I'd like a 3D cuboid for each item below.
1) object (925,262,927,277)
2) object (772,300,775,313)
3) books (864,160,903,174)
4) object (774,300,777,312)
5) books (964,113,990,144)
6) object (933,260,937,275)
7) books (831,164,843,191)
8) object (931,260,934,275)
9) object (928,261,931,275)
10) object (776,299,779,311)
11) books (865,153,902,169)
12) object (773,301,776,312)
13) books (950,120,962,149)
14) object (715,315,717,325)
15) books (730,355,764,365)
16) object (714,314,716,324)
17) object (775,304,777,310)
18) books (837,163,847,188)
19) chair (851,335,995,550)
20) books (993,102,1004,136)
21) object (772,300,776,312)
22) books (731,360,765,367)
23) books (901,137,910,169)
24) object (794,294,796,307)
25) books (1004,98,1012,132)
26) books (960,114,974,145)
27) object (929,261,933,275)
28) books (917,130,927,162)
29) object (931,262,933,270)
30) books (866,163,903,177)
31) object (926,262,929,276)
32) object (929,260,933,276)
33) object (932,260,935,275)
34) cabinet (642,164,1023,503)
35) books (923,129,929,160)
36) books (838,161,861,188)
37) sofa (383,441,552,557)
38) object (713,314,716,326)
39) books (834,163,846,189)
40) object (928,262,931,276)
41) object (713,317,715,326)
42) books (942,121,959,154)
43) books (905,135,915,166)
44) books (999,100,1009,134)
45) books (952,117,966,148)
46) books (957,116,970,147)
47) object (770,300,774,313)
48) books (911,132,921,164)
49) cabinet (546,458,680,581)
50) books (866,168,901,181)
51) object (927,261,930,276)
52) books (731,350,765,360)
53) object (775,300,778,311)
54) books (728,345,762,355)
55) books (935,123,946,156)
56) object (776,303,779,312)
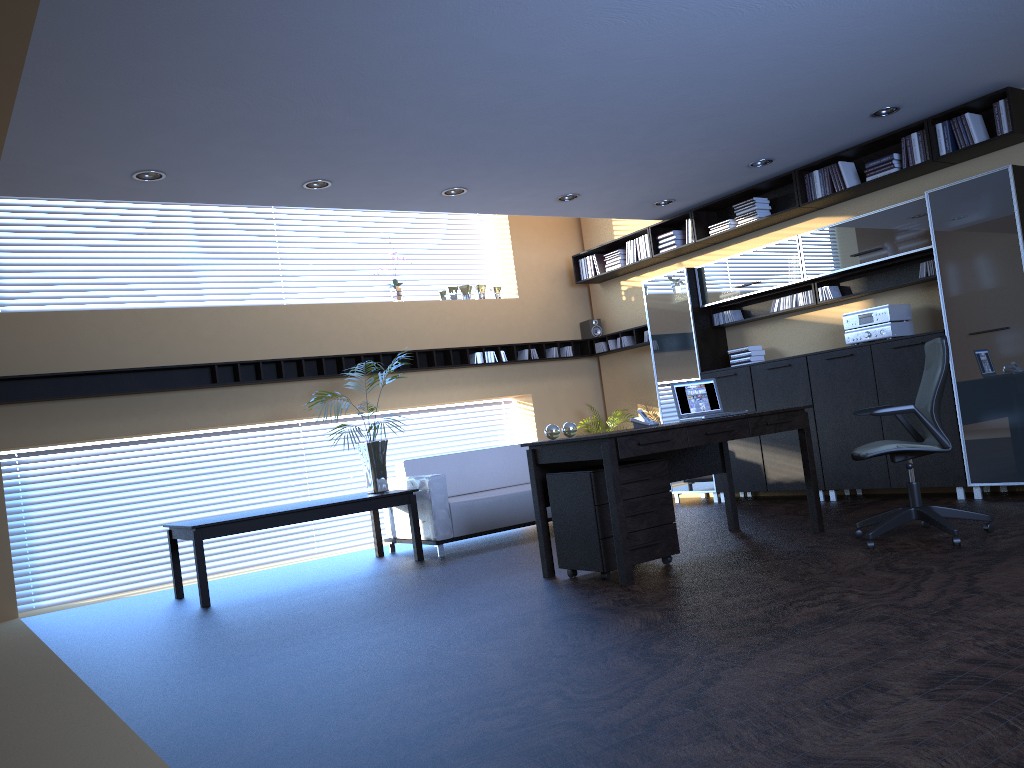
[{"bbox_3d":[3.410,-0.934,7.228,0.142,0.120,0.030,-6,-2,-35],"label":"object"},{"bbox_3d":[2.554,-0.747,8.504,0.142,0.112,0.059,-6,-3,-34],"label":"object"},{"bbox_3d":[3.114,-1.803,7.389,0.207,0.031,0.259,-5,-4,-35],"label":"books"},{"bbox_3d":[2.564,-0.750,8.474,0.140,0.110,0.055,-6,-3,-34],"label":"object"},{"bbox_3d":[3.540,-1.927,6.734,0.207,0.259,0.075,-6,-2,-35],"label":"books"},{"bbox_3d":[3.449,-0.943,7.157,0.142,0.120,0.009,-6,-2,-35],"label":"object"},{"bbox_3d":[2.887,-1.786,7.719,0.207,0.259,0.075,-6,-2,-34],"label":"books"},{"bbox_3d":[3.437,-0.942,7.160,0.140,0.118,0.006,-6,-2,-35],"label":"object"},{"bbox_3d":[3.430,-0.939,7.192,0.142,0.120,0.009,-6,-2,-35],"label":"object"},{"bbox_3d":[2.577,-0.753,8.458,0.140,0.110,0.055,-6,-3,-34],"label":"object"},{"bbox_3d":[3.114,-1.846,7.368,0.207,0.050,0.259,-5,-4,-35],"label":"books"},{"bbox_3d":[2.561,-0.749,8.484,0.142,0.112,0.059,-6,-3,-34],"label":"object"},{"bbox_3d":[3.487,-1.914,6.851,0.207,0.259,0.075,-6,-2,-34],"label":"books"},{"bbox_3d":[2.142,-0.663,9.101,0.140,0.118,0.006,-6,-2,-34],"label":"object"},{"bbox_3d":[2.329,-0.236,8.782,0.207,0.050,0.259,-6,-4,-34],"label":"books"},{"bbox_3d":[2.136,-0.662,9.109,0.140,0.118,0.006,-6,-2,-35],"label":"object"},{"bbox_3d":[2.574,-0.752,8.469,0.142,0.112,0.059,-6,-3,-35],"label":"object"},{"bbox_3d":[2.927,-1.794,7.682,0.207,0.257,0.072,-6,-2,-34],"label":"books"},{"bbox_3d":[2.468,0.341,5.460,0.769,1.214,0.832,-8,-2,12],"label":"chair"},{"bbox_3d":[3.660,-1.951,6.585,0.207,0.258,0.050,-6,-2,-35],"label":"books"},{"bbox_3d":[2.556,-0.748,8.493,0.142,0.112,0.059,-6,-3,-34],"label":"object"},{"bbox_3d":[2.337,-0.186,8.768,0.207,0.050,0.259,-6,-4,-34],"label":"books"},{"bbox_3d":[3.237,-1.861,7.198,0.207,0.260,0.055,-6,-2,-34],"label":"books"},{"bbox_3d":[2.689,-0.780,8.290,0.140,0.116,0.036,-6,-2,-35],"label":"object"},{"bbox_3d":[3.702,-1.961,6.504,0.207,0.258,0.050,-6,-2,-35],"label":"books"},{"bbox_3d":[3.524,-1.924,6.761,0.207,0.259,0.075,-6,-2,-35],"label":"books"},{"bbox_3d":[3.428,-0.939,7.178,0.142,0.120,0.009,-6,-2,-35],"label":"object"},{"bbox_3d":[3.321,-1.880,7.065,0.207,0.258,0.050,-6,-2,-35],"label":"books"},{"bbox_3d":[3.445,-0.942,7.178,0.142,0.120,0.009,-6,-2,-34],"label":"object"},{"bbox_3d":[3.125,-1.774,7.378,0.207,0.031,0.259,-5,-4,-34],"label":"books"},{"bbox_3d":[3.421,-0.937,7.210,0.142,0.120,0.009,-6,-2,-35],"label":"object"},{"bbox_3d":[3.431,-0.940,7.180,0.142,0.124,0.009,-6,-2,-34],"label":"object"},{"bbox_3d":[3.446,-0.942,7.167,0.142,0.120,0.009,-6,-2,-35],"label":"object"},{"bbox_3d":[2.810,-0.163,8.005,0.490,2.397,3.885,-6,-3,-35],"label":"cabinet"},{"bbox_3d":[3.349,-1.886,7.021,0.207,0.258,0.050,-6,-2,-34],"label":"books"},{"bbox_3d":[2.919,-1.795,7.648,0.207,0.257,0.072,-6,-2,-35],"label":"books"},{"bbox_3d":[-0.122,1.039,8.556,2.054,0.848,1.016,-6,-3,-34],"label":"sofa"},{"bbox_3d":[2.129,-0.660,9.117,0.142,0.120,0.009,-6,-2,-34],"label":"object"},{"bbox_3d":[2.902,-1.788,7.690,0.207,0.257,0.072,-6,-2,-34],"label":"books"},{"bbox_3d":[3.428,-0.938,7.203,0.142,0.120,0.009,-6,-2,-34],"label":"object"},{"bbox_3d":[2.125,-0.659,9.127,0.142,0.120,0.009,-6,-2,-34],"label":"object"},{"bbox_3d":[3.434,-1.904,6.892,0.207,0.258,0.050,-6,-2,-35],"label":"books"},{"bbox_3d":[3.269,-1.868,7.155,0.207,0.258,0.050,-6,-2,-34],"label":"books"},{"bbox_3d":[3.676,-1.956,6.541,0.207,0.258,0.036,-6,-2,-34],"label":"books"},{"bbox_3d":[3.488,-1.916,6.813,0.207,0.259,0.075,-6,-2,-35],"label":"books"},{"bbox_3d":[3.509,-1.920,6.789,0.207,0.259,0.075,-6,-2,-34],"label":"books"},{"bbox_3d":[2.540,-0.745,8.507,0.142,0.112,0.059,-6,-3,-35],"label":"object"},{"bbox_3d":[3.291,-1.874,7.107,0.207,0.258,0.050,-6,-2,-35],"label":"books"},{"bbox_3d":[0.665,0.864,5.711,0.633,0.679,0.501,-6,-3,-35],"label":"cabinet"},{"bbox_3d":[3.131,-1.731,7.390,0.207,0.050,0.259,-5,-4,-35],"label":"books"},{"bbox_3d":[3.422,-0.937,7.199,0.140,0.118,0.006,-6,-2,-34],"label":"object"},{"bbox_3d":[2.336,-0.289,8.778,0.207,0.050,0.259,-6,-4,-34],"label":"books"},{"bbox_3d":[2.573,-0.752,8.468,0.140,0.110,0.055,-6,-3,-35],"label":"object"},{"bbox_3d":[2.309,-0.336,8.791,0.207,0.050,0.259,-5,-4,-35],"label":"books"},{"bbox_3d":[3.405,-1.898,6.934,0.207,0.258,0.050,-6,-2,-35],"label":"books"},{"bbox_3d":[2.582,-0.753,8.463,0.142,0.112,0.059,-6,-3,-34],"label":"object"}]
